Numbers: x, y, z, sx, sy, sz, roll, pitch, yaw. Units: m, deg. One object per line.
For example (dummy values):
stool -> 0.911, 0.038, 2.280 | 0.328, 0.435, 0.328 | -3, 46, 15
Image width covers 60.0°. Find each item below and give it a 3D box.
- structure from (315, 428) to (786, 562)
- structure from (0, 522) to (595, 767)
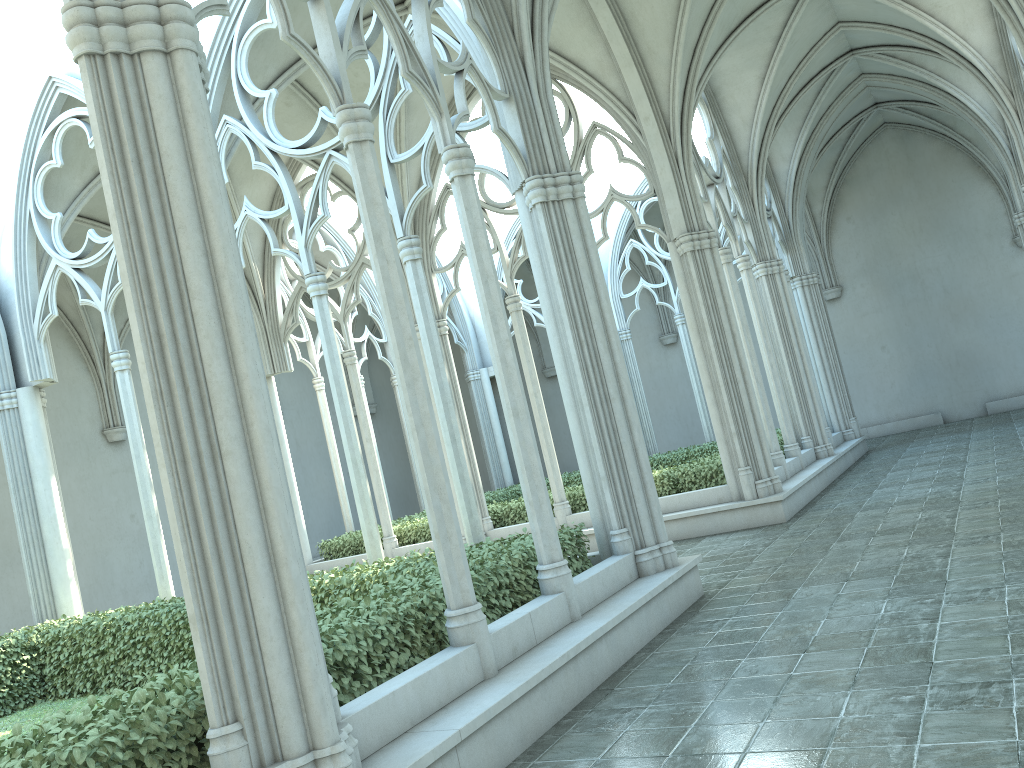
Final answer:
structure -> 1.696, 2.239, 17.866 | 7.995, 0.963, 8.018 | -16, -5, 28
structure -> -4.460, 2.715, 6.352 | 7.995, 0.963, 8.018 | -16, -5, 28
